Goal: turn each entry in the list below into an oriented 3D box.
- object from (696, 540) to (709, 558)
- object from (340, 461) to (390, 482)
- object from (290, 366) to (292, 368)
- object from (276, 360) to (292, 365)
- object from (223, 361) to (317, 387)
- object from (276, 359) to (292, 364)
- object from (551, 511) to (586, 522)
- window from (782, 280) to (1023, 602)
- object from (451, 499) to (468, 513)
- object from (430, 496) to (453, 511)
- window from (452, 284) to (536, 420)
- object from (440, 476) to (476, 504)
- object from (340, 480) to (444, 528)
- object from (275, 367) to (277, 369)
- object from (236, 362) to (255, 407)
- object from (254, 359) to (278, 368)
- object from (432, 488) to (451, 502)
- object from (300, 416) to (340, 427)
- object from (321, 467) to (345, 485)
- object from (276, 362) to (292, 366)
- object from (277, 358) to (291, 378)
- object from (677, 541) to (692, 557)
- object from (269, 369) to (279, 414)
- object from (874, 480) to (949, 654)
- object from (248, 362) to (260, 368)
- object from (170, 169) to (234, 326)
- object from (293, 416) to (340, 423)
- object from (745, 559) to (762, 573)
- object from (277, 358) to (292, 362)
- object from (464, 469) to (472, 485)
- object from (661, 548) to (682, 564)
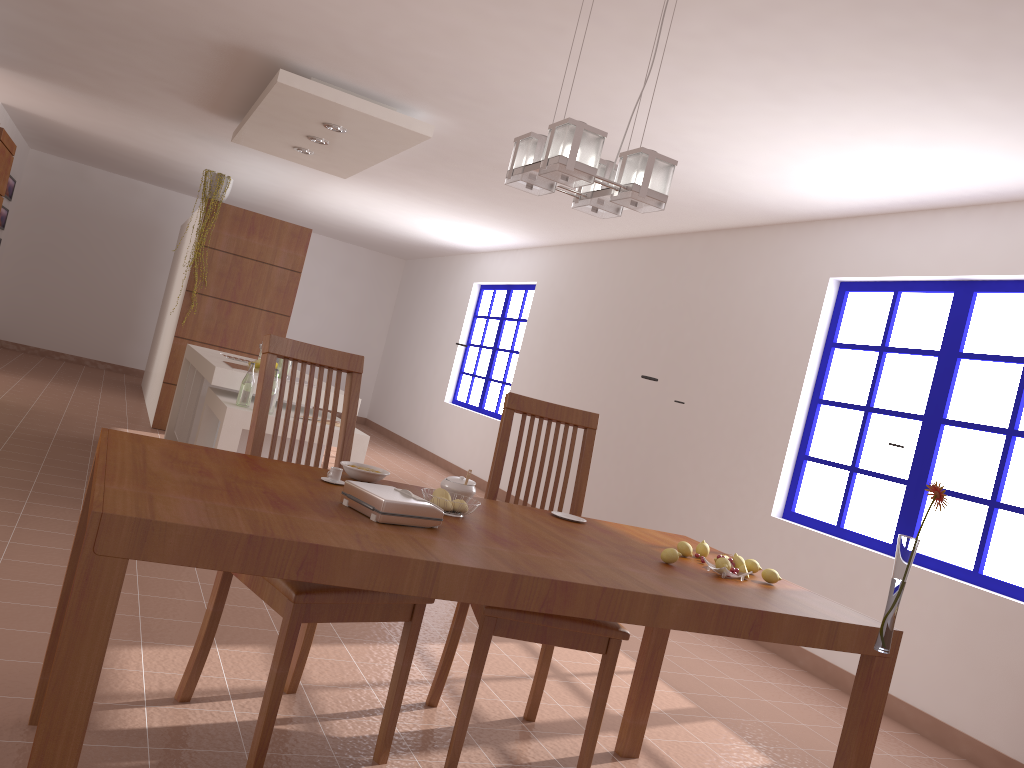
[{"bbox_3d":[0.542,0.470,2.521,0.038,0.053,0.039,14,0,10],"label":"object"},{"bbox_3d":[-0.398,0.242,2.386,0.136,0.036,0.136,14,0,23],"label":"object"},{"bbox_3d":[-1.798,-0.152,6.825,0.228,0.020,0.228,14,0,-43],"label":"object"},{"bbox_3d":[-1.793,-0.172,6.825,0.228,0.020,0.228,14,0,-43],"label":"object"},{"bbox_3d":[-1.450,-0.060,5.307,0.493,0.006,0.551,14,0,-25],"label":"object"},{"bbox_3d":[-1.790,-0.182,6.825,0.228,0.020,0.228,14,0,-43],"label":"object"},{"bbox_3d":[0.169,0.398,2.642,0.108,0.008,0.108,14,0,30],"label":"object"},{"bbox_3d":[2.114,0.181,4.439,0.035,1.430,1.699,14,0,-25],"label":"window"},{"bbox_3d":[-0.133,0.303,2.208,0.048,0.033,0.060,14,0,-25],"label":"object"},{"bbox_3d":[-0.172,0.293,2.177,0.061,0.032,0.048,14,0,35],"label":"object"},{"bbox_3d":[-0.177,-0.380,9.626,0.035,1.430,1.699,14,0,-25],"label":"window"},{"bbox_3d":[-0.144,0.283,2.338,0.096,0.079,0.096,14,0,-29],"label":"object"},{"bbox_3d":[-0.251,0.264,1.968,0.195,0.062,0.176,14,0,-40],"label":"object"},{"bbox_3d":[-1.533,-0.095,5.677,0.207,0.033,0.060,14,0,20],"label":"object"},{"bbox_3d":[-1.360,0.003,4.565,0.071,0.230,0.071,14,0,-43],"label":"object"},{"bbox_3d":[-1.552,-0.128,5.690,0.047,0.055,0.207,14,0,42],"label":"object"},{"bbox_3d":[-0.176,0.286,2.237,0.048,0.044,0.055,14,0,-45],"label":"object"},{"bbox_3d":[-1.015,0.205,4.811,0.266,0.006,0.168,14,0,-8],"label":"object"},{"bbox_3d":[-0.444,0.230,2.226,0.065,0.037,0.065,14,0,-11],"label":"object"},{"bbox_3d":[-1.795,-0.162,6.825,0.228,0.020,0.228,14,0,-43],"label":"object"},{"bbox_3d":[-1.310,-0.147,5.133,0.071,0.230,0.071,14,0,-43],"label":"object"},{"bbox_3d":[0.478,0.457,2.456,0.042,0.041,0.041,14,0,40],"label":"object"},{"bbox_3d":[-1.226,0.036,4.521,0.071,0.230,0.071,14,0,-43],"label":"object"},{"bbox_3d":[0.811,0.372,1.795,0.050,0.365,0.085,14,0,-27],"label":"object"},{"bbox_3d":[-1.635,-0.120,5.657,0.060,0.033,0.207,14,0,-45],"label":"object"},{"bbox_3d":[-2.659,-1.141,7.522,0.279,1.344,0.297,14,0,25],"label":"object"},{"bbox_3d":[-1.047,0.190,4.765,0.041,0.008,0.375,14,0,32],"label":"object"},{"bbox_3d":[0.662,0.503,2.451,0.043,0.038,0.043,14,0,-35],"label":"object"},{"bbox_3d":[-1.788,-0.192,6.825,0.228,0.020,0.228,14,0,-43],"label":"object"},{"bbox_3d":[-0.119,0.258,2.306,0.010,0.075,0.015,14,0,-25],"label":"object"},{"bbox_3d":[0.403,0.438,2.262,0.041,0.041,0.042,14,0,-39],"label":"object"}]
